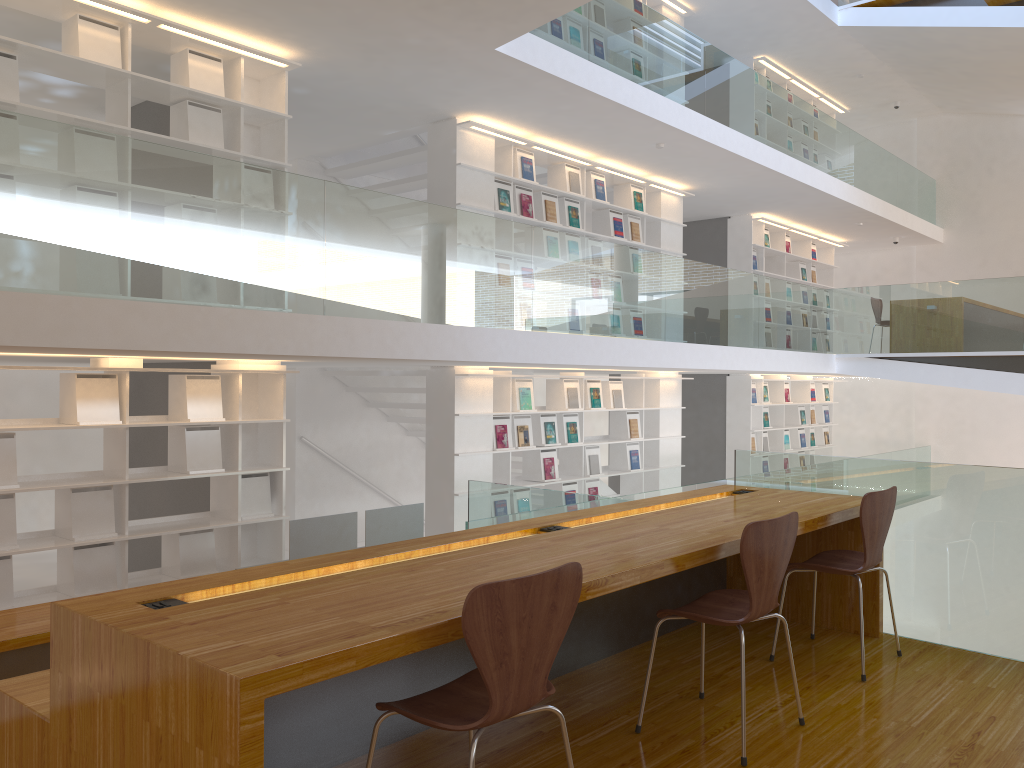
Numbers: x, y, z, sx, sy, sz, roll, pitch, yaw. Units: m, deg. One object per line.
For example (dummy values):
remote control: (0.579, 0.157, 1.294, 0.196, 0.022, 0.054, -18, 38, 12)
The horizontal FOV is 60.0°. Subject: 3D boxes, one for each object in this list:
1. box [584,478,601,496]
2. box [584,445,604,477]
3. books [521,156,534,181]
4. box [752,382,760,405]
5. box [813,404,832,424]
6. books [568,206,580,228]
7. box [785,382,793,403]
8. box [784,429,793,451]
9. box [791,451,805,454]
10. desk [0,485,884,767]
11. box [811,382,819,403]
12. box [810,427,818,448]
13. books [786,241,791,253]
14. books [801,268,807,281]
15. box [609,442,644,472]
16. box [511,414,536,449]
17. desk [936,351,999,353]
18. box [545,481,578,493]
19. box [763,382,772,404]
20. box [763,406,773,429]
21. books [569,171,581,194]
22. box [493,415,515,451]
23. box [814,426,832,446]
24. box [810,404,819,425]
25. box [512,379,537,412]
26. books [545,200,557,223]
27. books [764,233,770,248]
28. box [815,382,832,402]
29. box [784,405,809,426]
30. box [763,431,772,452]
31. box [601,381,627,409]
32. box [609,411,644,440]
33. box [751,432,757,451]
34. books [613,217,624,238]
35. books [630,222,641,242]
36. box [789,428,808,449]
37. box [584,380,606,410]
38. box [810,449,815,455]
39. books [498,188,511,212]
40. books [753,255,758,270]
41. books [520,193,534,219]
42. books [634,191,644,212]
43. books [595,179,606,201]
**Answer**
box: (0.743, 1.091, 8.864, 0.274, 0.296, 0.245, 0, 0, 41)
box: (0.742, 0.762, 8.860, 0.274, 0.296, 0.245, 0, 0, 41)
books: (0.140, -1.931, 7.978, 0.037, 0.210, 0.145, 0, 0, 41)
box: (3.069, 0.120, 11.641, 0.274, 0.296, 0.245, 0, 0, 41)
box: (4.702, 0.454, 13.530, 0.274, 0.296, 0.245, 0, 0, 41)
books: (0.596, -1.596, 8.509, 0.037, 0.210, 0.145, 0, 0, 41)
box: (3.759, 0.120, 12.434, 0.274, 0.296, 0.245, 0, 0, 41)
box: (3.767, 0.778, 12.453, 0.274, 0.296, 0.245, 0, 0, 41)
box: (4.126, 1.109, 12.870, 0.274, 0.296, 0.245, 0, 0, 41)
desk: (0.116, 0.950, 3.120, 1.285, 0.918, 3.236, 0, 0, 41)
box: (4.360, 0.125, 13.132, 0.274, 0.296, 0.245, 0, 0, 41)
box: (4.349, 0.781, 13.125, 0.274, 0.296, 0.245, 0, 0, 41)
books: (3.851, -1.883, 12.370, 0.037, 0.210, 0.145, 0, 0, 41)
books: (4.215, -1.567, 12.792, 0.037, 0.210, 0.145, 0, 0, 41)
box: (1.215, 0.765, 9.407, 0.274, 0.296, 0.245, 0, 0, 41)
box: (0.036, 0.430, 8.060, 0.274, 0.296, 0.245, 0, 0, 41)
desk: (5.635, -0.639, 11.054, 0.760, 0.606, 3.194, 0, 0, 41)
box: (0.498, 1.090, 8.581, 0.274, 0.296, 0.245, 0, 0, 41)
box: (3.313, 0.119, 11.922, 0.274, 0.296, 0.245, 0, 0, 41)
box: (3.327, 0.442, 11.941, 0.274, 0.296, 0.245, 0, 0, 41)
books: (0.603, -1.927, 8.514, 0.037, 0.210, 0.145, 0, 0, 41)
box: (-0.154, 0.427, 7.822, 0.274, 0.296, 0.245, 0, 0, 41)
box: (4.708, 0.783, 13.540, 0.274, 0.296, 0.245, 0, 0, 41)
box: (4.358, 0.453, 13.133, 0.274, 0.296, 0.245, 0, 0, 41)
box: (0.047, 0.100, 8.051, 0.274, 0.296, 0.245, 0, 0, 41)
books: (0.362, -1.597, 8.242, 0.037, 0.210, 0.145, 0, 0, 41)
books: (3.401, -1.902, 11.850, 0.037, 0.210, 0.145, 0, 0, 41)
box: (4.704, 0.126, 13.530, 0.274, 0.296, 0.245, 0, 0, 41)
box: (4.121, 0.452, 12.859, 0.274, 0.296, 0.245, 0, 0, 41)
box: (3.310, 0.775, 11.924, 0.274, 0.296, 0.245, 0, 0, 41)
box: (-1.248, 1.838, 6.559, 0.498, 3.764, 7.125, 0, 0, 41)
box: (1.217, 0.436, 9.406, 0.274, 0.296, 0.245, 0, 0, 41)
box: (3.064, 0.774, 11.640, 0.274, 0.296, 0.245, 0, 0, 41)
books: (1.092, -1.596, 9.086, 0.037, 0.210, 0.145, 0, 0, 41)
books: (1.299, -1.592, 9.325, 0.037, 0.210, 0.145, 0, 0, 41)
box: (4.119, 0.780, 12.859, 0.274, 0.296, 0.245, 0, 0, 41)
box: (0.756, 0.105, 8.871, 0.274, 0.296, 0.245, 0, 0, 41)
box: (4.360, 1.110, 13.141, 0.274, 0.296, 0.245, 0, 0, 41)
books: (-0.066, -1.597, 7.750, 0.037, 0.210, 0.145, 0, 0, 41)
books: (3.158, -1.574, 11.566, 0.037, 0.210, 0.145, 0, 0, 41)
books: (0.134, -1.600, 7.979, 0.037, 0.210, 0.145, 0, 0, 41)
books: (1.336, -1.922, 9.361, 0.037, 0.210, 0.145, 0, 0, 41)
books: (0.878, -1.927, 8.831, 0.037, 0.210, 0.145, 0, 0, 41)
